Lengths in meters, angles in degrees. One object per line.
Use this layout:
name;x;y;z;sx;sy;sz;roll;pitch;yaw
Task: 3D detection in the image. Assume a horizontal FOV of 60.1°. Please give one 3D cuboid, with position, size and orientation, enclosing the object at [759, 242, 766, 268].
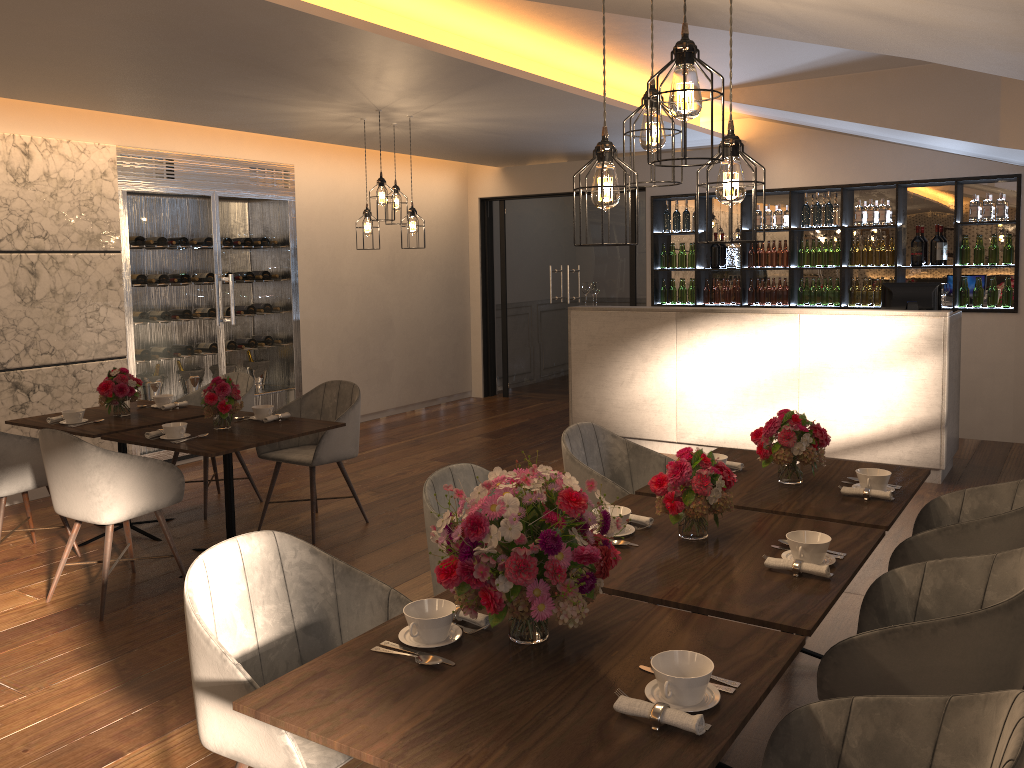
object;2.430;-1.258;8.588;0.065;0.260;0.066;0;5;12

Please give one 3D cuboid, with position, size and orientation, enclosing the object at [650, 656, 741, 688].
object;0.385;0.604;1.866;0.197;0.015;0.043;3;9;29

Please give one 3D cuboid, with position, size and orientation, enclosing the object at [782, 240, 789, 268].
object;2.615;-1.245;8.467;0.065;0.260;0.066;0;5;12

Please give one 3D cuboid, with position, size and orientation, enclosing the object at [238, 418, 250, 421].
object;-1.504;0.198;5.091;0.022;0.004;0.212;4;9;33

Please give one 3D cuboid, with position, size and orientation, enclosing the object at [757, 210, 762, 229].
object;2.379;-1.589;8.554;0.070;0.189;0.041;2;6;33

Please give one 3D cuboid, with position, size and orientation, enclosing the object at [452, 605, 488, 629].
object;-0.128;0.561;2.159;0.176;0.039;0.056;4;8;33

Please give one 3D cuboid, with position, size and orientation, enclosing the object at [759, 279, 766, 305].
object;2.436;-0.899;8.617;0.065;0.260;0.066;0;5;12

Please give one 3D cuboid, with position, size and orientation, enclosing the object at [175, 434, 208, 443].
object;-1.623;0.276;4.498;0.043;0.015;0.198;3;9;29

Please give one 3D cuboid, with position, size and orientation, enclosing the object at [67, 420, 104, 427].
object;-2.417;0.223;5.026;0.022;0.004;0.212;4;9;33

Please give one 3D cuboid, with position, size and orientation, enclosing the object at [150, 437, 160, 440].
object;-1.789;0.261;4.594;0.025;0.024;0.193;3;9;33

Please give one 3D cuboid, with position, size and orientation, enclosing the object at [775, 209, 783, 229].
object;2.547;-1.576;8.444;0.070;0.189;0.041;2;6;33

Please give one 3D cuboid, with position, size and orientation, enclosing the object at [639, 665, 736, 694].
object;0.360;0.613;1.841;0.211;0.004;0.022;4;9;33

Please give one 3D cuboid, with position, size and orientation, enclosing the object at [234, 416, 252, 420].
object;-1.523;0.190;5.112;0.043;0.015;0.198;5;10;37

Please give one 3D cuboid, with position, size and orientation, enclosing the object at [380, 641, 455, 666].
object;-0.211;0.604;1.986;0.211;0.004;0.022;4;9;33

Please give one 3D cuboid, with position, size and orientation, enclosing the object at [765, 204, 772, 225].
object;2.462;-1.619;8.496;0.069;0.207;0.040;2;6;33

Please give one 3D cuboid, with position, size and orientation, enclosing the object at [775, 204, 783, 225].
object;2.546;-1.613;8.441;0.069;0.207;0.040;2;6;33

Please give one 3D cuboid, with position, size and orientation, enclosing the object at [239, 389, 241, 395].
object;-1.499;0.056;4.809;0.048;0.052;0.077;4;8;38

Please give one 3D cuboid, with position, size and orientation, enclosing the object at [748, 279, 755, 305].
object;2.344;-0.905;8.677;0.065;0.260;0.066;0;5;12

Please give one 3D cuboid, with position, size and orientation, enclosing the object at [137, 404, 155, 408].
object;-2.292;0.134;5.614;0.043;0.015;0.198;5;10;37

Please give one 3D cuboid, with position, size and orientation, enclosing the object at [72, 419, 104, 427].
object;-2.398;0.220;5.005;0.043;0.015;0.198;5;10;37

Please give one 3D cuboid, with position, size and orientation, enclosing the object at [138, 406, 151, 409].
object;-2.273;0.142;5.594;0.022;0.004;0.212;4;9;33

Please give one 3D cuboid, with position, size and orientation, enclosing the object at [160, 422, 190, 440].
object;-1.728;0.243;4.541;0.148;0.072;0.149;-3;7;-14

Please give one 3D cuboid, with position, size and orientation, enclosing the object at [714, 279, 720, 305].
object;2.054;-0.926;8.867;0.065;0.260;0.066;0;5;12

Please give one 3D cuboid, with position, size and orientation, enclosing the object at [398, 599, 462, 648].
object;-0.191;0.558;2.062;0.148;0.072;0.149;-3;7;-14

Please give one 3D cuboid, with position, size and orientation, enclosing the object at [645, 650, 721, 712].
object;0.338;0.590;1.759;0.148;0.072;0.149;-3;7;-14

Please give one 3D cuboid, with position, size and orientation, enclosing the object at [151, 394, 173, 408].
object;-2.194;0.109;5.571;0.148;0.072;0.149;-6;9;-34

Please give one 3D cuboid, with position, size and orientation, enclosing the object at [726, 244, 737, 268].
object;2.171;-1.285;8.754;0.108;0.280;0.109;-2;5;-11

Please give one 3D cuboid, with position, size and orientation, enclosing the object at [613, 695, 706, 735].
object;0.276;0.621;1.665;0.176;0.039;0.056;4;8;33

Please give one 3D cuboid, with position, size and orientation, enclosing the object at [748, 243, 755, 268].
object;2.337;-1.265;8.649;0.065;0.260;0.066;0;5;12

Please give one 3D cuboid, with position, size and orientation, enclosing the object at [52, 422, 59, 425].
object;-2.558;0.206;5.097;0.025;0.024;0.193;3;9;33

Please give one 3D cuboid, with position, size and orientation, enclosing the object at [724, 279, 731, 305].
object;2.146;-0.920;8.807;0.065;0.260;0.066;0;5;12

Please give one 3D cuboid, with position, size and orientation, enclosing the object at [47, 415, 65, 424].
object;-2.592;0.198;5.107;0.056;0.039;0.176;3;9;33

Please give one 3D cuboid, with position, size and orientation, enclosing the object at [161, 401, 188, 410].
object;-2.098;0.133;5.510;0.056;0.039;0.176;3;9;33

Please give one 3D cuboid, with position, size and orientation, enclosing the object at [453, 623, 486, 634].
object;-0.139;0.572;2.125;0.193;0.024;0.025;4;8;33

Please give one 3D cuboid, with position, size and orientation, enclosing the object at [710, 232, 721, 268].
object;2.035;-1.335;8.847;0.104;0.358;0.104;-1;5;5

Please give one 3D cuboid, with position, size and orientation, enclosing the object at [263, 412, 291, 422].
object;-1.329;0.189;5.007;0.056;0.039;0.176;3;9;33

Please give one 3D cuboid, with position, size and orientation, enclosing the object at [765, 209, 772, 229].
object;2.463;-1.583;8.499;0.070;0.189;0.041;2;6;33

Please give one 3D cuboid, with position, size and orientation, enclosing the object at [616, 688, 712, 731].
object;0.287;0.623;1.700;0.193;0.024;0.025;4;8;33

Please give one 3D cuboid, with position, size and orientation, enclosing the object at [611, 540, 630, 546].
object;0.275;0.485;2.737;0.197;0.015;0.043;3;9;29

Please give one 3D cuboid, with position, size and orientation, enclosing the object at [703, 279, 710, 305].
object;1.961;-0.933;8.928;0.065;0.260;0.066;0;5;12

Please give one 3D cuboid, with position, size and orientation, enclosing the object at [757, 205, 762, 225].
object;2.378;-1.625;8.551;0.069;0.207;0.040;2;6;33

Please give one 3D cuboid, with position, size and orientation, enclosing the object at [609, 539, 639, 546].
object;0.300;0.487;2.763;0.211;0.004;0.022;4;9;33

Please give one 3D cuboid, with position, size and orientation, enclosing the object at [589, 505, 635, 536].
object;0.320;0.441;2.839;0.148;0.072;0.149;-3;7;-14

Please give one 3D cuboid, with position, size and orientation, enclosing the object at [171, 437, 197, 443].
object;-1.648;0.279;4.523;0.022;0.004;0.212;4;9;33

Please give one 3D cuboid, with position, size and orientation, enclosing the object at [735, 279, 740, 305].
object;2.239;-0.913;8.746;0.065;0.260;0.066;0;5;12

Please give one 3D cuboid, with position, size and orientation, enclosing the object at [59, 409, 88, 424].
object;-2.497;0.188;5.044;0.148;0.072;0.149;-3;7;-14

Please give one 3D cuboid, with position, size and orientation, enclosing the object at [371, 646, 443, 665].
object;-0.236;0.602;1.960;0.197;0.015;0.043;3;9;29

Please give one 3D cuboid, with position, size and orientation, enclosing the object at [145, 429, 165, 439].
object;-1.823;0.253;4.604;0.056;0.039;0.176;3;9;33

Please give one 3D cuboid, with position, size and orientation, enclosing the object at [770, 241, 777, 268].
object;2.522;-1.252;8.528;0.065;0.260;0.066;0;5;12

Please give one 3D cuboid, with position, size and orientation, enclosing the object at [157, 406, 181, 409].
object;-2.132;0.139;5.521;0.025;0.024;0.193;3;9;33
